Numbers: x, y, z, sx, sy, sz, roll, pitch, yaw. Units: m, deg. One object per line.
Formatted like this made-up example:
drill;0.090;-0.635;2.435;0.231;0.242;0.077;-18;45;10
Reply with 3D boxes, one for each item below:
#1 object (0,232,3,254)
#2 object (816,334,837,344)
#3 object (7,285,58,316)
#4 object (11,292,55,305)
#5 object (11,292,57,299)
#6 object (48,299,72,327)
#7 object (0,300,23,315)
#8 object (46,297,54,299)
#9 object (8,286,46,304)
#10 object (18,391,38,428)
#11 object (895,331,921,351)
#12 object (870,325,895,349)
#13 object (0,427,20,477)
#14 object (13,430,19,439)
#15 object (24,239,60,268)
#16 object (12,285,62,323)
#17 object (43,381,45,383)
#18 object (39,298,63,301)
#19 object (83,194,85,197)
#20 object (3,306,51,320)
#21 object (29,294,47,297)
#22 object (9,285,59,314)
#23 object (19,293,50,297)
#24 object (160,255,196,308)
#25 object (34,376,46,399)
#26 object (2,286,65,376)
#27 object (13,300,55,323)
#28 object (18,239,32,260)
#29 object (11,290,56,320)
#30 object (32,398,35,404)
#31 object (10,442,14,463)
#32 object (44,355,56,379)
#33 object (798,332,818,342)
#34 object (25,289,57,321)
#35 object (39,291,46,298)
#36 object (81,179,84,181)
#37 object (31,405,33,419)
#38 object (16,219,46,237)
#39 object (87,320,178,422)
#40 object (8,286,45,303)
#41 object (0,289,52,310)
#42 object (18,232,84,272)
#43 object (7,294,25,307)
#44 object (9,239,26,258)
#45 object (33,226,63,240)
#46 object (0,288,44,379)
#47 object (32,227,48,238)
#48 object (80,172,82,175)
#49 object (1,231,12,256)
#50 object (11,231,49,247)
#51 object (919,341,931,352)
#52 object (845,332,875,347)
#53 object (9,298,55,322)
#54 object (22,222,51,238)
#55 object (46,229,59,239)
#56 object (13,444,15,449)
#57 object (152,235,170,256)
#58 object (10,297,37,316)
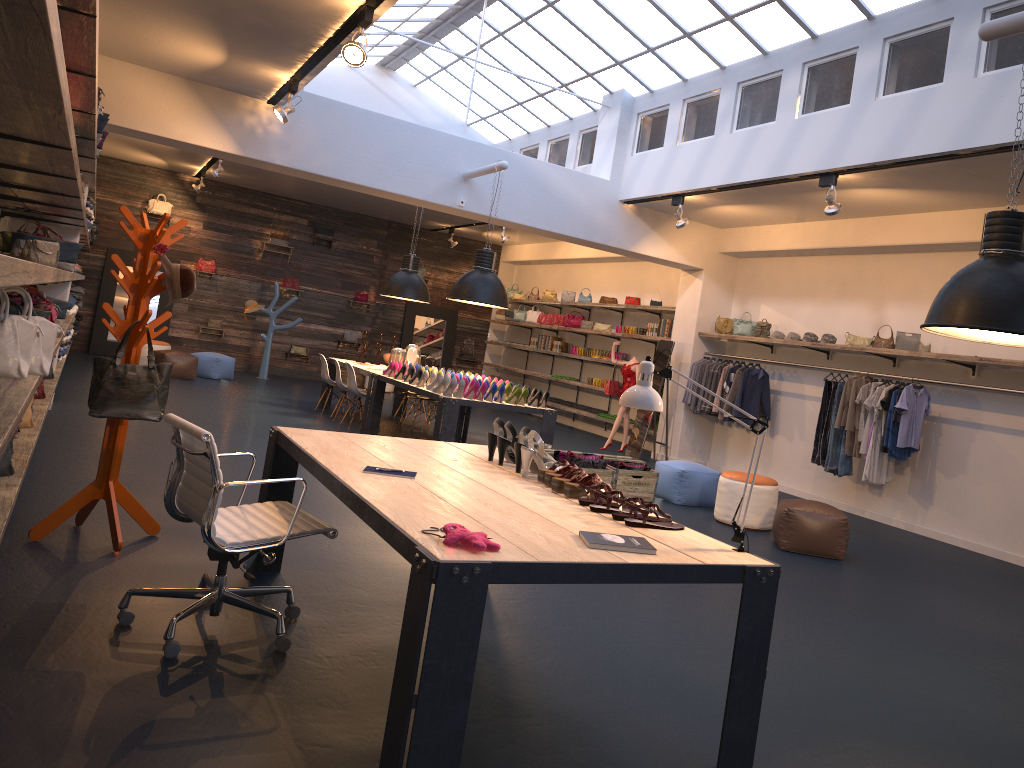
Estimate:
object;-3.811;-1.034;6.651;0.164;0.236;0.449;8;0;43
object;3.895;-0.555;10.739;0.252;0.136;0.166;9;0;-9
object;-3.223;-0.481;5.676;0.457;0.387;0.178;9;-1;-37
object;-3.526;-0.565;6.275;0.457;0.387;0.178;9;-1;-36
object;-4.398;-0.696;7.897;0.164;0.236;0.449;8;0;42
object;-4.065;-0.627;7.501;0.164;0.232;0.449;8;0;44
object;-2.373;-0.238;4.025;0.359;0.310;0.146;9;-2;-21
object;-4.307;-0.674;7.745;0.165;0.236;0.448;9;1;38
object;-3.029;-0.425;5.351;0.207;0.363;0.259;9;-1;24
object;-2.965;0.064;5.101;0.188;0.387;0.433;9;0;12
object;4.456;-0.471;9.791;0.264;0.231;0.082;9;-2;18
object;4.327;-0.540;10.082;0.273;0.301;0.110;9;-2;32
object;-2.357;0.219;3.833;0.188;0.387;0.434;9;0;12
object;-2.795;0.136;4.728;0.212;0.340;0.383;9;0;11
object;-3.017;-0.843;5.587;0.103;0.176;0.269;9;1;5
object;-3.416;-0.539;6.098;0.454;0.387;0.179;9;-1;-29
object;-4.005;-0.170;7.246;0.212;0.340;0.383;9;0;11
object;-4.190;-0.653;7.615;0.165;0.232;0.447;9;1;36
object;-3.772;-1.630;7.319;0.188;0.387;0.434;9;0;12
object;-2.483;-0.249;4.254;0.347;0.286;0.177;9;-1;-11
object;-4.524;-0.721;8.010;0.165;0.236;0.448;9;1;38
object;-3.311;-0.512;5.858;0.455;0.387;0.179;9;-1;-31
object;-4.611;-0.742;8.166;0.164;0.236;0.449;8;0;44
object;-1.809;-0.547;4.688;0.194;0.291;0.255;10;-1;-20
object;-3.565;-0.088;6.350;0.188;0.387;0.433;9;0;12
object;-2.214;-0.244;3.824;0.178;0.387;0.457;8;-1;41
object;-2.848;-0.349;5.031;0.235;0.299;0.268;9;-1;28
object;-3.201;-0.882;5.800;0.107;0.176;0.261;10;1;-7
object;-2.880;-0.383;5.159;0.247;0.344;0.270;9;-1;3
object;-3.419;-0.022;6.027;0.212;0.340;0.383;9;0;11
object;-2.475;0.216;4.111;0.210;0.340;0.387;9;0;15
object;-4.167;-0.241;7.621;0.190;0.387;0.430;9;0;9
object;3.764;-0.588;11.013;0.252;0.136;0.166;9;0;-9
object;-2.926;-0.395;5.254;0.247;0.344;0.270;9;-1;3
object;-3.740;-0.581;6.809;0.319;0.310;0.164;9;-2;28
object;-3.423;-1.513;6.611;0.203;0.340;0.399;9;0;30
object;-3.113;0.055;5.437;0.210;0.340;0.387;9;0;15
object;-4.164;-1.223;7.520;0.126;0.412;0.313;8;-1;34
object;-1.941;-0.066;4.457;0.398;0.526;0.188;10;-2;-22
object;-3.074;-0.436;5.446;0.207;0.363;0.259;9;-1;24
object;-2.751;-0.358;4.769;0.367;0.357;0.151;9;-2;-30
object;-3.396;-0.958;6.363;0.164;0.232;0.449;8;0;45
object;-2.691;-0.334;4.599;0.398;0.340;0.204;9;-1;-23
object;-3.384;-0.921;6.008;0.106;0.176;0.262;10;1;-5
object;-3.943;-1.156;7.361;0.221;0.363;0.243;9;-1;-2
object;-2.183;-0.229;3.593;0.178;0.387;0.457;8;-1;41
object;-4.321;-1.251;7.908;0.190;0.387;0.430;9;0;9
object;-3.519;-1.538;6.822;0.210;0.340;0.387;9;0;15
object;-3.644;-1.004;6.582;0.165;0.236;0.448;9;1;39
object;-3.515;-0.981;6.468;0.165;0.232;0.447;9;1;37
object;4.540;-0.399;9.546;0.128;0.134;0.082;9;-1;7
object;4.136;-0.515;10.322;0.354;0.174;0.237;9;1;12
object;-2.778;-0.340;4.959;0.277;0.301;0.320;9;0;1
object;-4.067;-1.190;7.423;0.232;0.386;0.246;10;-1;-6
object;-4.381;-1.274;8.207;0.185;0.387;0.441;9;0;18
object;-2.699;0.154;4.380;0.173;0.368;0.394;9;0;16
object;-1.822;-0.722;4.513;0.061;0.113;0.083;8;-2;43
object;-2.386;-0.253;4.154;0.249;0.330;0.102;10;-2;-24
